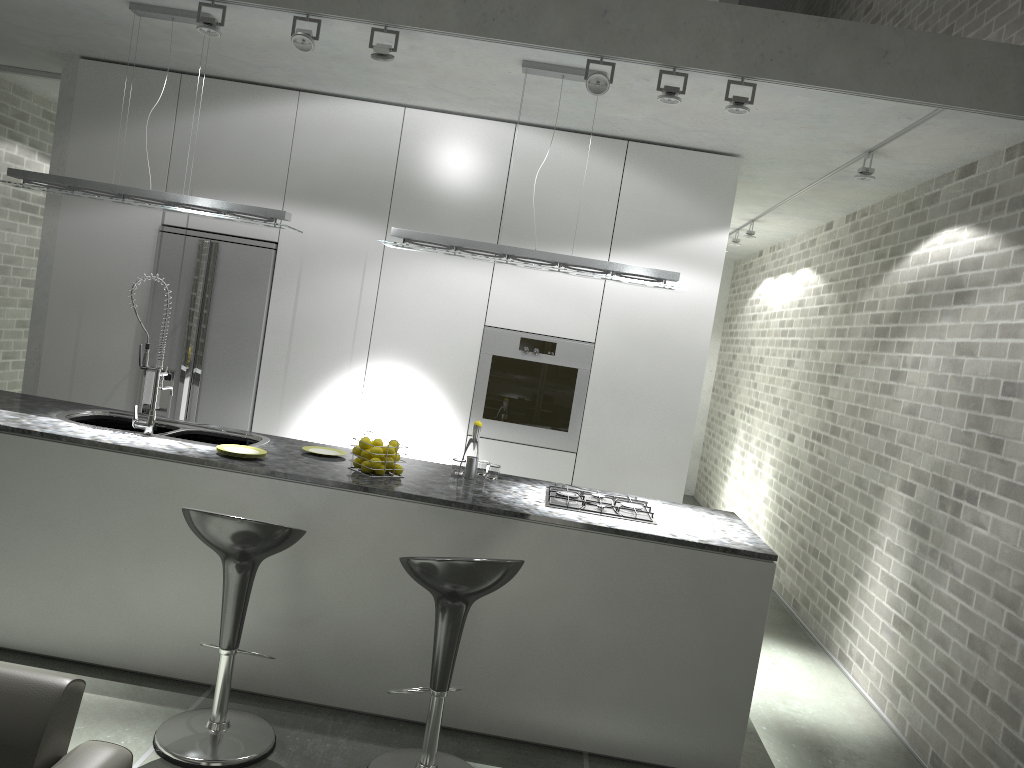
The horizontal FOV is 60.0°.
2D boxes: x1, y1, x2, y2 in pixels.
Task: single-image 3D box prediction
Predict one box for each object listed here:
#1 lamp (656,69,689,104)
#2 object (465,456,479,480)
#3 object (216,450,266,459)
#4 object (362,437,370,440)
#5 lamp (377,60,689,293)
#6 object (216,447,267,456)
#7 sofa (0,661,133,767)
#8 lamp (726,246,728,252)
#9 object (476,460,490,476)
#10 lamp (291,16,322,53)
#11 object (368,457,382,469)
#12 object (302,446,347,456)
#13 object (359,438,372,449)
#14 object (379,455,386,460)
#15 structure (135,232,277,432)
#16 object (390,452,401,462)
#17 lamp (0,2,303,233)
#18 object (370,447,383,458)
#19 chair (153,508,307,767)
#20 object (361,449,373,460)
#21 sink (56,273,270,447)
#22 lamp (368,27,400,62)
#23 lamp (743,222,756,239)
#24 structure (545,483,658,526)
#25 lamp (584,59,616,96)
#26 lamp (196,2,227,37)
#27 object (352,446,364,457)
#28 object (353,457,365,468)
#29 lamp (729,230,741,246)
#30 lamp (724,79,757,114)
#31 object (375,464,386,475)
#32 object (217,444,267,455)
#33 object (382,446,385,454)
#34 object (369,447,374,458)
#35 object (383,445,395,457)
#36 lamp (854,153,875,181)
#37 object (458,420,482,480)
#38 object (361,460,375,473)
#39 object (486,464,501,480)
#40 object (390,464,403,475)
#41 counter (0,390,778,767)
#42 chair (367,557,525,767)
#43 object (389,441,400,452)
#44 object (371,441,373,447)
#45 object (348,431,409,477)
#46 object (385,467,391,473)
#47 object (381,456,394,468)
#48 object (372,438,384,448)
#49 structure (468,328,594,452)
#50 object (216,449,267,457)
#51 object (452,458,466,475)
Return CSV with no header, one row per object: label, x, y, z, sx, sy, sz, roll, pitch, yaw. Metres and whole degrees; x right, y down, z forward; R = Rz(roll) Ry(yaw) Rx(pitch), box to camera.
lamp,0.718,-1.337,3.989,0.109,0.135,0.109,6,5,-40
object,-0.198,0.406,4.285,0.060,0.106,0.060,9,4,-4
object,-1.203,0.312,3.939,0.216,0.017,0.217,12,4,35
object,-0.677,0.271,4.080,0.052,0.060,0.057,8,4,-20
lamp,0.177,-1.042,4.300,1.490,0.964,0.290,9,4,2
object,-1.201,0.303,3.939,0.216,0.017,0.217,12,4,35
sofa,-2.033,0.947,1.867,2.114,0.717,0.902,9,4,2
lamp,2.164,-1.419,9.048,0.109,0.135,0.109,13,5,44
object,-0.152,0.421,4.449,0.063,0.070,0.064,12,5,40
lamp,-0.946,-1.599,4.048,0.115,0.151,0.115,6,5,-45
object,-0.614,0.355,3.965,0.061,0.054,0.052,7,4,-31
object,-0.917,0.333,4.333,0.216,0.017,0.217,11,4,28
object,-0.667,0.272,4.028,0.063,0.051,0.053,12,5,40
object,-0.590,0.344,4.030,0.051,0.053,0.062,9,3,0
structure,-2.010,0.031,5.690,0.743,1.900,0.160,9,4,2
object,-0.540,0.338,4.069,0.053,0.054,0.061,12,4,38
lamp,-1.732,-1.352,4.379,1.490,0.964,0.290,9,4,2
object,-0.609,0.307,3.989,0.061,0.052,0.053,9,4,5
chair,-1.055,0.903,3.343,0.457,0.931,0.464,10,4,16
object,-0.655,0.320,4.021,0.062,0.053,0.052,7,4,-36
sink,-1.663,-0.009,4.314,0.987,1.023,0.546,9,4,2
lamp,-0.587,-1.542,4.054,0.115,0.151,0.115,6,5,-45
lamp,-0.715,-1.689,5.984,6.854,0.136,0.110,7,4,-33
structure,0.405,0.547,4.124,0.500,0.038,0.500,9,4,2
lamp,0.391,-1.379,3.986,0.131,0.154,0.098,9,4,2
lamp,-1.384,-1.678,4.073,0.109,0.136,0.109,6,5,-45
object,-0.702,0.308,4.061,0.053,0.051,0.063,6,4,-39
object,-0.696,0.358,4.049,0.060,0.057,0.052,9,4,-6
lamp,2.134,-1.388,8.434,0.109,0.132,0.109,13,5,44
lamp,1.021,-1.288,3.977,0.109,0.135,0.109,6,5,-40
object,-0.593,0.385,3.999,0.051,0.053,0.063,9,3,0
object,-1.200,0.298,3.938,0.216,0.017,0.217,12,4,35
object,-0.586,0.310,4.085,0.055,0.051,0.061,8,4,-13
object,-0.647,0.314,4.077,0.064,0.053,0.051,9,4,-5
object,-0.557,0.302,4.017,0.051,0.053,0.063,9,4,5
lamp,1.957,-1.196,4.892,0.109,0.132,0.109,13,5,44
object,-0.176,0.317,4.292,0.101,0.288,0.088,11,4,32
object,-0.648,0.374,4.013,0.064,0.063,0.074,10,4,13
object,-0.095,0.435,4.378,0.064,0.070,0.063,10,4,10
object,-0.528,0.392,4.056,0.053,0.052,0.062,11,4,32
counter,-1.126,0.802,4.218,4.400,0.960,0.900,9,4,2
chair,-0.249,1.036,3.276,0.457,0.931,0.464,8,4,-17
object,-0.543,0.287,4.082,0.050,0.060,0.059,9,4,-8
object,-0.640,0.288,4.117,0.053,0.051,0.063,12,4,38
object,-0.610,0.320,4.058,0.189,0.174,0.207,6,5,-43
object,-0.582,0.384,4.079,0.050,0.055,0.061,12,4,38
object,-0.564,0.352,4.015,0.061,0.055,0.051,7,4,-28
object,-0.613,0.276,4.054,0.051,0.053,0.063,9,4,-6
structure,0.117,0.039,5.558,0.692,0.680,0.036,9,4,2
object,-1.202,0.307,3.939,0.216,0.017,0.217,12,4,35
object,-0.262,0.408,4.380,0.063,0.070,0.064,12,5,40
